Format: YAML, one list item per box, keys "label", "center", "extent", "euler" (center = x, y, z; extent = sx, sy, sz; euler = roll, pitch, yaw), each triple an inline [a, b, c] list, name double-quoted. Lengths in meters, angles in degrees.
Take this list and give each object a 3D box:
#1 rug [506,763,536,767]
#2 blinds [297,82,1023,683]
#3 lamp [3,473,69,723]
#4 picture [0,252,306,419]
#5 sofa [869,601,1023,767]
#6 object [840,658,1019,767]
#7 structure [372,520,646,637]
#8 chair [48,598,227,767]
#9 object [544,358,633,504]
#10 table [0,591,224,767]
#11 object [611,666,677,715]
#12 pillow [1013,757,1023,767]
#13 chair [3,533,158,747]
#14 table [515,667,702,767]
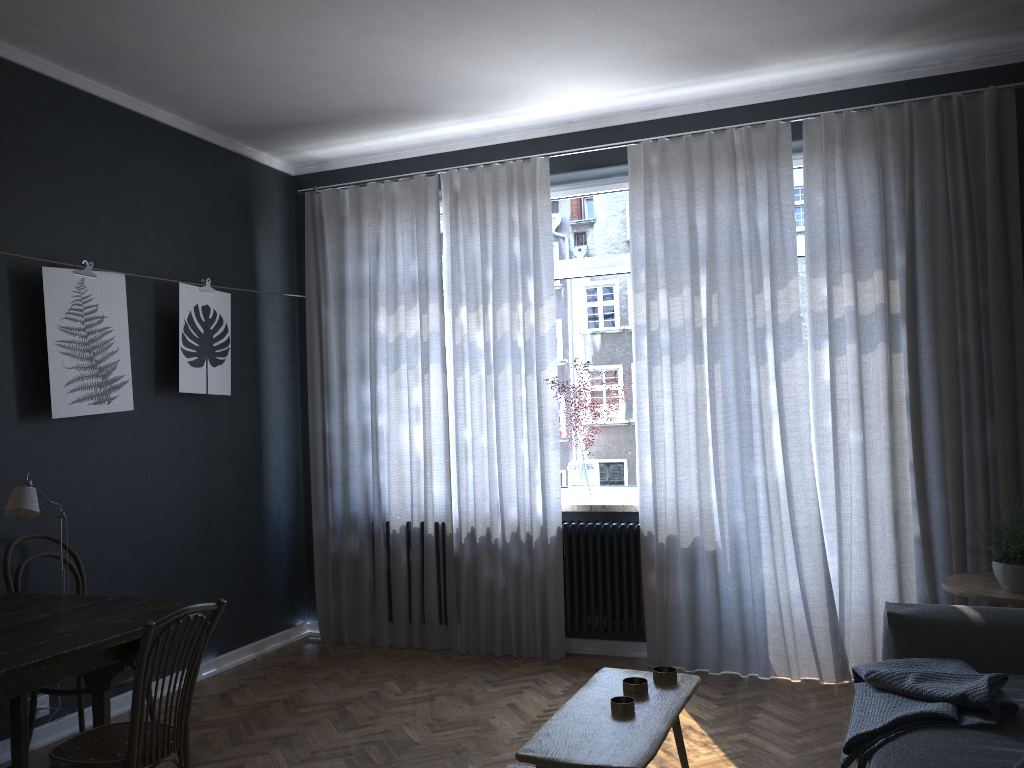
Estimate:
- label: "rug"
  center: [0.093, 1.420, 2.298]
  extent: [1.004, 0.013, 2.011]
  euler: [-3, -2, 21]
- label: "blinds"
  center: [0.605, 0.098, 4.809]
  extent: [3.993, 2.788, 0.312]
  euler: [-3, -1, 21]
- label: "lamp"
  center: [-1.829, 0.873, 3.511]
  extent: [0.242, 1.069, 0.800]
  euler: [-1, -2, -24]
- label: "picture"
  center: [-2.083, -0.242, 3.592]
  extent: [0.058, 0.771, 4.458]
  euler: [-2, -2, 21]
- label: "sofa"
  center: [1.390, 0.970, 2.165]
  extent: [0.970, 0.798, 2.340]
  euler: [-3, -2, 21]
- label: "object"
  center: [1.315, 1.022, 2.813]
  extent: [0.490, 0.329, 0.666]
  euler: [-3, -2, 26]
- label: "structure"
  center: [0.016, 1.085, 5.098]
  extent: [1.847, 0.600, 0.216]
  euler: [-3, -2, 21]
- label: "chair"
  center: [-1.136, 1.066, 2.654]
  extent: [0.467, 0.819, 0.363]
  euler: [-3, -2, 21]
- label: "object"
  center: [0.411, 0.268, 4.979]
  extent: [0.514, 0.809, 0.599]
  euler: [-2, -2, -5]
- label: "table"
  center: [-1.807, 1.132, 2.551]
  extent: [1.126, 0.727, 1.604]
  euler: [-3, -2, 21]
- label: "object"
  center: [0.357, 0.855, 2.490]
  extent: [0.103, 0.033, 0.369]
  euler: [-3, -3, 32]
- label: "pillow"
  center: [1.107, 0.780, 1.609]
  extent: [0.442, 0.362, 0.797]
  euler: [-3, -3, 39]
- label: "chair"
  center: [-1.759, 1.075, 3.637]
  extent: [0.549, 0.920, 0.438]
  euler: [-3, -2, 19]
- label: "table"
  center: [0.293, 1.142, 2.368]
  extent: [0.339, 0.549, 0.788]
  euler: [-3, -2, 21]
